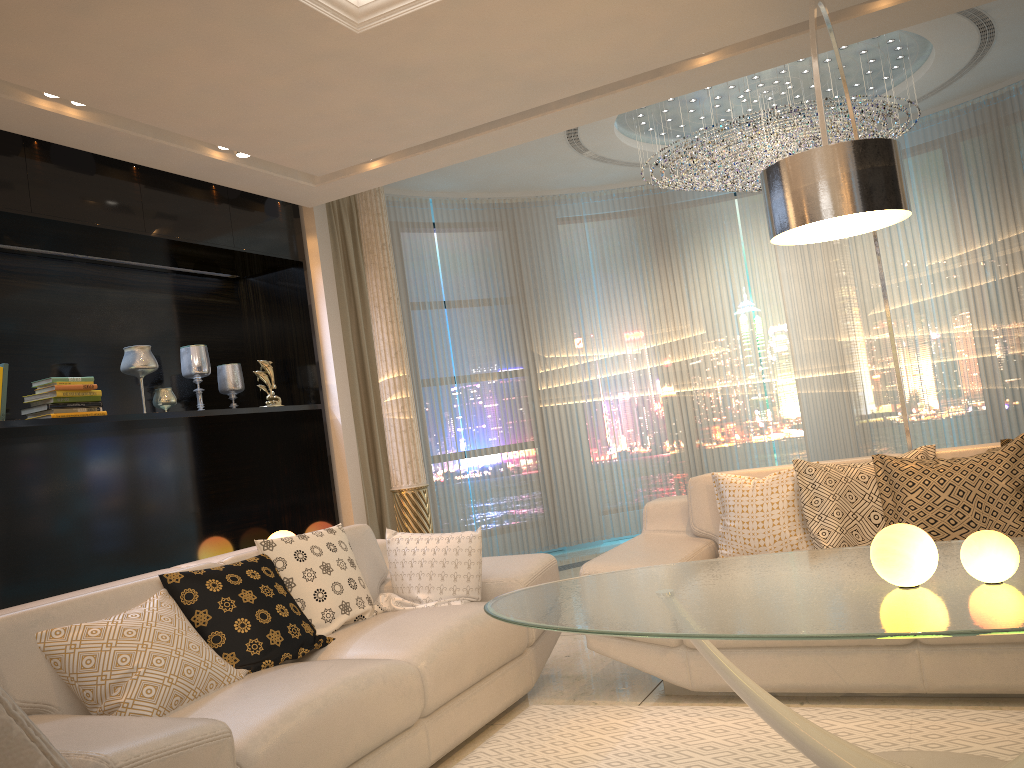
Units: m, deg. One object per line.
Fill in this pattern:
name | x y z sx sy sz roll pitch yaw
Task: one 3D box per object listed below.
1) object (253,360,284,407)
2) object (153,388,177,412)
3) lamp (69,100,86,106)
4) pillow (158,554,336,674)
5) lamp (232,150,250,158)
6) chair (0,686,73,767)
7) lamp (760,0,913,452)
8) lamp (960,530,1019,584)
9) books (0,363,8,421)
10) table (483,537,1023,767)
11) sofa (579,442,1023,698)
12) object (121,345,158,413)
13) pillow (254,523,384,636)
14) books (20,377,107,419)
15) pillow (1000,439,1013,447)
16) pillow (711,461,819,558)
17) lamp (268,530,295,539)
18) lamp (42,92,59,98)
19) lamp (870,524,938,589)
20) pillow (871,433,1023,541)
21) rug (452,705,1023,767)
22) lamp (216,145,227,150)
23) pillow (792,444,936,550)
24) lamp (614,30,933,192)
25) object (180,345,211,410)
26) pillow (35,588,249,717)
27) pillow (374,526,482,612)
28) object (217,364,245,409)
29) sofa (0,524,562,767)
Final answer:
object | -1.472 0.003 5.341 0.116 0.293 0.182 -9 -3 23
object | -1.881 0.103 4.808 0.119 0.154 0.119 -10 -4 36
lamp | -1.805 -1.229 3.699 0.107 0.127 0.107 -8 -3 8
pillow | -0.883 0.772 3.040 0.323 0.355 0.524 -10 -3 27
lamp | -1.384 -1.229 4.552 0.107 0.127 0.107 -8 -3 8
chair | -0.238 0.650 0.890 1.027 0.991 0.983 -9 -3 26
lamp | 1.354 -0.214 3.305 0.393 2.519 2.009 -10 -3 26
lamp | 1.055 0.381 1.960 0.115 0.115 0.115 -6 -4 -38
books | -2.311 0.054 3.813 0.212 0.261 0.210 -10 -3 26
table | 0.930 0.752 2.128 2.140 0.565 0.999 -9 -3 25
sofa | 1.525 0.659 3.358 2.328 0.754 1.145 -10 -3 26
object | -1.965 -0.006 4.703 0.181 0.381 0.181 -9 -3 21
pillow | -0.719 0.757 3.469 0.255 0.399 0.526 -10 -3 26
books | -2.130 0.081 4.219 0.260 0.197 0.296 -10 -4 29
pillow | 2.007 0.364 3.098 0.301 0.436 0.575 -6 -4 -33
pillow | 1.050 0.536 3.655 0.463 0.380 0.222 -10 -4 31
lamp | -1.418 1.013 5.486 0.212 0.214 0.213 -7 -3 -13
lamp | -1.860 -1.227 3.590 0.107 0.127 0.107 -10 -4 38
lamp | 0.900 0.393 2.037 0.143 0.143 0.143 -9 -3 11
pillow | 1.663 0.424 3.298 0.575 0.436 0.301 -10 -4 32
rug | 0.989 1.040 2.092 2.900 0.020 1.661 -10 -3 26
lamp | -1.439 -1.240 4.434 0.107 0.127 0.107 -8 -3 8
pillow | 1.415 0.475 3.505 0.587 0.429 0.288 -8 -3 1
lamp | 1.788 -1.688 6.077 2.109 0.685 2.109 -7 -3 -19
object | -1.837 -0.007 5.187 0.156 0.426 0.156 -10 -4 31
pillow | -1.073 0.810 2.624 0.351 0.329 0.521 -10 -3 26
pillow | -0.360 0.743 3.614 0.521 0.325 0.281 -10 -4 36
object | -1.709 0.042 5.412 0.147 0.317 0.147 -10 -4 28
sofa | -0.786 0.967 3.063 1.145 0.754 2.328 -10 -3 26
